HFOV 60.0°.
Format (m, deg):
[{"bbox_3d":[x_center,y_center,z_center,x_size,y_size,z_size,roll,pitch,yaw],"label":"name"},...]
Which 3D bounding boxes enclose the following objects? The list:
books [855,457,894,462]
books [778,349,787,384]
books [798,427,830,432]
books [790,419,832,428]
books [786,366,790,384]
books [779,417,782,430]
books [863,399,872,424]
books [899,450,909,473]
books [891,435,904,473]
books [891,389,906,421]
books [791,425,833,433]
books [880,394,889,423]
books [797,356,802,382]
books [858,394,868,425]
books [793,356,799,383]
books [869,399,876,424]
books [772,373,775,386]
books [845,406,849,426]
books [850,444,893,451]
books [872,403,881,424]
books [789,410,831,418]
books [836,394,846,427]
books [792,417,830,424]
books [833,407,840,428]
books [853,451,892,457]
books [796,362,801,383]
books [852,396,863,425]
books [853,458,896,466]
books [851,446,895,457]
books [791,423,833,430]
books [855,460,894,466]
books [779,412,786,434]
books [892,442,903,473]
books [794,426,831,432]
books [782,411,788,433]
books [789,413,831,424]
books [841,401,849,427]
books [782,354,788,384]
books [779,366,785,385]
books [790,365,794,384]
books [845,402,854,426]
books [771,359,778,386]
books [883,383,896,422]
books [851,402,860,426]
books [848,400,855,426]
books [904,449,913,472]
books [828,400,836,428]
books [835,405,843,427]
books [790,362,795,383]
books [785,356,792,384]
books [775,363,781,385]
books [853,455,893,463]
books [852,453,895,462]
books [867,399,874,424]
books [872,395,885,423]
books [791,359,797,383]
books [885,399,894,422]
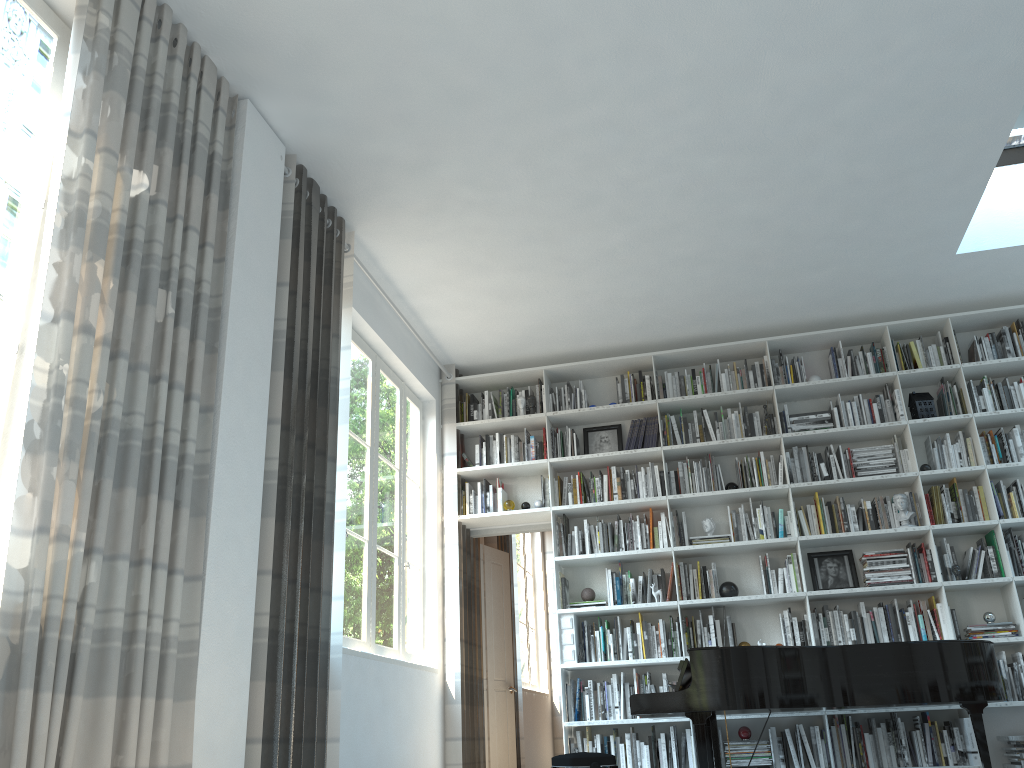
[{"bbox_3d":[2.545,0.554,6.256,0.254,0.012,0.161,-6,-22,9],"label":"books"},{"bbox_3d":[2.030,-0.078,6.639,0.014,0.339,0.145,-7,-22,11],"label":"books"},{"bbox_3d":[2.172,0.360,6.422,0.254,0.012,0.161,-9,-23,16],"label":"books"},{"bbox_3d":[2.171,0.310,6.441,0.285,0.024,0.160,-9,-23,16],"label":"books"},{"bbox_3d":[2.056,-0.016,6.616,0.011,0.204,0.146,-7,-22,11],"label":"books"},{"bbox_3d":[1.960,0.312,6.506,0.012,0.253,0.161,-7,-22,11],"label":"books"},{"bbox_3d":[2.540,0.245,6.360,0.023,0.222,0.191,-7,-22,11],"label":"books"},{"bbox_3d":[2.732,0.580,6.200,0.030,0.197,0.172,-7,-22,11],"label":"books"},{"bbox_3d":[2.710,0.528,6.229,0.012,0.317,0.140,-7,-22,11],"label":"books"},{"bbox_3d":[2.727,0.195,6.274,0.037,0.236,0.273,-7,-22,11],"label":"books"},{"bbox_3d":[2.172,0.339,6.434,0.285,0.012,0.160,-6,-22,9],"label":"books"},{"bbox_3d":[2.660,0.219,6.358,0.029,0.260,0.133,-7,-22,11],"label":"books"},{"bbox_3d":[2.138,-0.057,6.589,0.005,0.254,0.168,-7,-22,11],"label":"books"},{"bbox_3d":[2.519,0.230,6.381,0.023,0.268,0.185,-7,-22,11],"label":"books"},{"bbox_3d":[2.116,-0.056,6.601,0.013,0.263,0.147,-7,-22,11],"label":"books"},{"bbox_3d":[2.580,0.239,6.359,0.012,0.229,0.159,-7,-22,11],"label":"books"},{"bbox_3d":[1.946,-0.027,6.641,0.012,0.253,0.161,-7,-22,11],"label":"books"},{"bbox_3d":[2.414,0.278,6.403,0.011,0.203,0.134,-7,-22,11],"label":"books"},{"bbox_3d":[2.542,0.475,6.290,0.285,0.012,0.160,-8,-23,13],"label":"books"},{"bbox_3d":[2.599,0.255,6.343,0.029,0.187,0.176,-7,-22,11],"label":"books"},{"bbox_3d":[2.171,0.246,6.479,0.285,0.024,0.160,-7,-23,12],"label":"books"},{"bbox_3d":[2.375,0.235,6.398,0.011,0.283,0.191,-7,-22,11],"label":"books"},{"bbox_3d":[2.171,0.288,6.452,0.254,0.025,0.161,-6,-22,8],"label":"books"},{"bbox_3d":[2.338,0.289,6.400,0.025,0.186,0.194,-7,-22,11],"label":"books"},{"bbox_3d":[2.542,0.519,6.266,0.254,0.012,0.161,-9,-23,16],"label":"books"},{"bbox_3d":[2.129,-0.038,6.586,0.016,0.218,0.144,-7,-22,11],"label":"books"},{"bbox_3d":[2.499,0.239,6.406,0.029,0.272,0.141,-7,-22,11],"label":"books"},{"bbox_3d":[2.545,0.565,6.252,0.285,0.012,0.160,-8,-23,14],"label":"books"},{"bbox_3d":[2.541,0.483,6.279,0.285,0.012,0.160,-5,-22,7],"label":"books"},{"bbox_3d":[2.172,0.329,6.441,0.285,0.012,0.160,-6,-23,10],"label":"books"},{"bbox_3d":[2.547,0.578,6.251,0.254,0.012,0.161,-8,-23,12],"label":"books"},{"bbox_3d":[1.975,0.327,6.474,0.027,0.200,0.168,-7,-22,11],"label":"books"},{"bbox_3d":[2.695,0.554,6.205,0.012,0.253,0.161,-7,-22,11],"label":"books"},{"bbox_3d":[2.172,0.350,6.430,0.254,0.012,0.161,-6,-22,9],"label":"books"},{"bbox_3d":[1.998,0.322,6.485,0.013,0.217,0.141,-7,-22,11],"label":"books"},{"bbox_3d":[2.171,0.267,6.465,0.285,0.024,0.160,-8,-23,13],"label":"books"},{"bbox_3d":[2.395,0.260,6.401,0.021,0.236,0.172,-7,-22,11],"label":"books"},{"bbox_3d":[2.041,-0.061,6.624,0.010,0.295,0.153,-7,-22,11],"label":"books"},{"bbox_3d":[2.010,-0.013,6.604,0.026,0.193,0.167,-7,-22,11],"label":"books"},{"bbox_3d":[2.080,-0.020,6.596,0.023,0.195,0.173,-7,-22,11],"label":"books"},{"bbox_3d":[2.428,0.265,6.388,0.027,0.215,0.191,-7,-22,11],"label":"books"},{"bbox_3d":[1.960,-0.036,6.619,0.026,0.252,0.186,-7,-22,11],"label":"books"},{"bbox_3d":[2.706,0.178,6.357,0.012,0.333,0.156,-7,-22,11],"label":"books"},{"bbox_3d":[2.467,0.260,6.383,0.028,0.218,0.184,-7,-22,11],"label":"books"},{"bbox_3d":[2.449,0.254,6.401,0.012,0.243,0.132,-7,-22,11],"label":"books"},{"bbox_3d":[2.762,0.575,6.200,0.030,0.204,0.159,-7,-22,11],"label":"books"},{"bbox_3d":[2.320,0.262,6.420,0.012,0.253,0.161,-7,-22,11],"label":"books"},{"bbox_3d":[2.368,0.280,6.428,0.024,0.222,0.129,-7,-22,11],"label":"books"},{"bbox_3d":[2.098,-0.032,6.618,0.006,0.232,0.136,-7,-22,12],"label":"books"},{"bbox_3d":[2.059,-0.054,6.600,0.011,0.263,0.164,-7,-22,11],"label":"books"},{"bbox_3d":[1.988,-0.021,6.627,0.023,0.227,0.157,-7,-22,11],"label":"books"},{"bbox_3d":[2.545,0.544,6.263,0.254,0.012,0.161,-8,-23,13],"label":"books"},{"bbox_3d":[2.545,0.533,6.270,0.285,0.012,0.160,-7,-23,11],"label":"books"},{"bbox_3d":[2.570,0.243,6.367,0.010,0.229,0.153,-7,-22,11],"label":"books"},{"bbox_3d":[2.627,0.223,6.347,0.032,0.247,0.174,-7,-22,11],"label":"books"},{"bbox_3d":[2.105,-0.045,6.606,0.014,0.247,0.140,-7,-22,11],"label":"books"},{"bbox_3d":[2.686,0.238,6.329,0.029,0.201,0.192,-7,-22,11],"label":"books"}]
